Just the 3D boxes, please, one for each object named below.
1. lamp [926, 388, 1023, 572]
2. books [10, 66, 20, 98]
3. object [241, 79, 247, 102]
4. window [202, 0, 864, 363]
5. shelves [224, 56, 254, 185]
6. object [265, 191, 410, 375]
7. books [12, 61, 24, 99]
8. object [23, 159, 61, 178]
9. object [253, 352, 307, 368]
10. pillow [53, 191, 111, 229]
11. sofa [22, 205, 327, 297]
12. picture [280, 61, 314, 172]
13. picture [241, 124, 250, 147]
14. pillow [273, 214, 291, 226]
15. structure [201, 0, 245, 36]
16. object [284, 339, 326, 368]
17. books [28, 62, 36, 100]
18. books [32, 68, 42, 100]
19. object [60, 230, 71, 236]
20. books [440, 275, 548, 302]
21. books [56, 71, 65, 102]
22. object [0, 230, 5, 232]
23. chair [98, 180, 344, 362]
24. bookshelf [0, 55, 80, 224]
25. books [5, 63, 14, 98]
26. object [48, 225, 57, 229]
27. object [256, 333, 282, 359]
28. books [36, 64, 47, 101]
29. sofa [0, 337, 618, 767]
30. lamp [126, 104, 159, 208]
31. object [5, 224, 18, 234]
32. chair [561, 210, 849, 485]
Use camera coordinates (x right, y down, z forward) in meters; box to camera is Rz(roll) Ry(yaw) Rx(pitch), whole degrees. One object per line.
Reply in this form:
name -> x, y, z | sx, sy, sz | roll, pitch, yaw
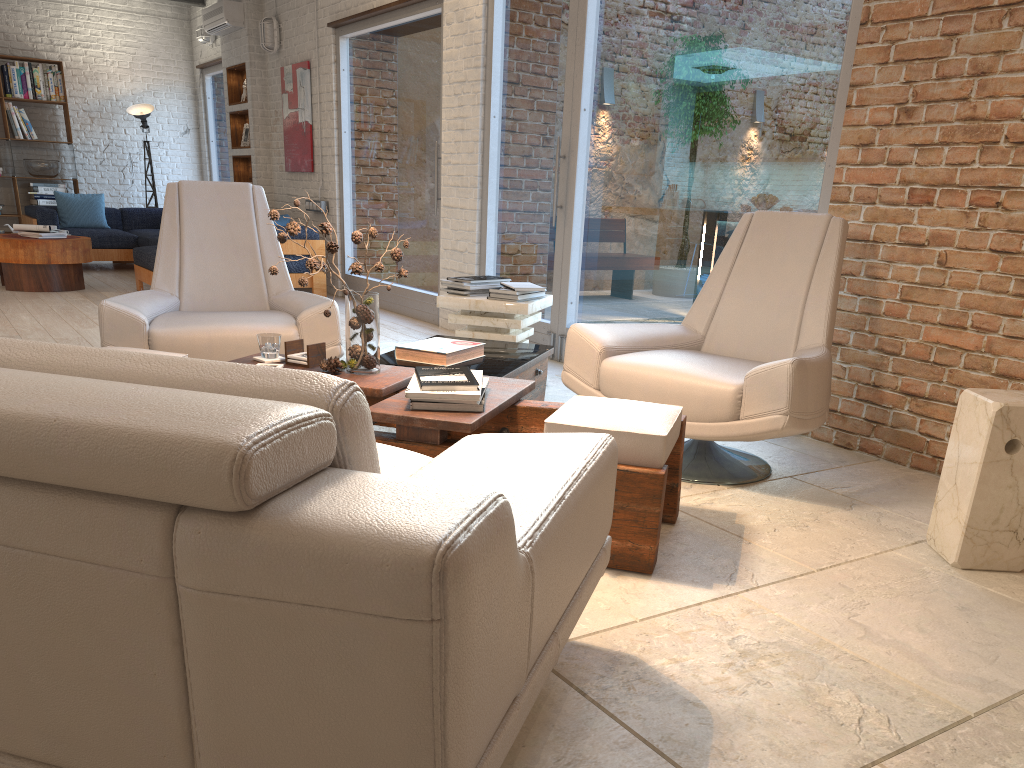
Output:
lamp -> 0.624, -0.648, 2.336 | 2.031, 2.478, 0.301 | 3, 20, 2
books -> -5.695, -3.442, 9.965 | 0.055, 0.347, 0.244 | -11, 22, -33
object -> -2.858, -3.161, 9.394 | 0.111, 0.256, 0.206 | -7, 20, -25
window -> -0.270, -3.651, 5.995 | 0.637, 6.753, 11.853 | -11, 20, -33
shelves -> -2.898, -2.759, 9.587 | 0.189, 1.504, 0.737 | -11, 23, -33
object -> -0.607, -0.322, 2.925 | 0.312, 0.639, 0.520 | 12, 20, 26
books -> -5.657, -3.473, 9.983 | 0.036, 0.404, 0.234 | -11, 23, -33
object -> -5.601, -2.568, 10.408 | 0.402, 0.213, 0.381 | 5, 14, 8
object -> -0.873, -0.087, 3.188 | 0.245, 0.037, 0.261 | 9, 14, 28
pillow -> -4.939, -1.992, 10.015 | 0.548, 0.431, 0.214 | -7, 21, -32
sofa -> -3.678, -1.431, 9.077 | 2.053, 0.697, 3.796 | -6, 15, -34
picture -> -2.107, -2.593, 8.536 | 0.019, 1.011, 0.713 | -11, 23, -33
picture -> -2.917, -2.748, 9.639 | 0.100, 0.258, 0.187 | -15, 25, -41
pillow -> -2.320, -1.410, 8.109 | 0.374, 0.346, 0.538 | 7, 15, 16
structure -> -3.018, -3.809, 9.089 | 0.197, 0.232, 0.783 | -9, 17, -33
object -> -0.762, -0.113, 3.219 | 0.113, 0.086, 0.090 | 11, 18, 27
books -> -5.549, -3.483, 10.054 | 0.036, 0.404, 0.234 | -11, 23, -33
books -> -5.503, -3.457, 10.077 | 0.055, 0.347, 0.244 | -11, 22, -33
object -> -4.460, -1.499, 8.686 | 0.152, 0.060, 0.261 | -9, 17, -40
books -> -0.048, -0.501, 4.598 | 0.554, 0.084, 0.379 | 13, 16, 39
books -> -5.313, -3.481, 10.230 | 0.055, 0.347, 0.244 | -11, 22, -33
object -> -5.169, -1.554, 8.845 | 0.067, 0.028, 0.292 | 12, 15, 34
chair -> -1.356, -0.410, 4.106 | 1.025, 1.071, 0.922 | -2, 18, -16
bookshelf -> -5.851, -2.598, 10.192 | 1.300, 2.320, 0.349 | -9, 23, -31
books -> -5.737, -3.456, 9.953 | 0.020, 0.378, 0.261 | -11, 23, -33
object -> -4.468, -1.480, 8.464 | 0.108, 0.114, 0.102 | -3, 18, -17
object -> -0.903, -0.140, 3.247 | 0.090, 0.089, 0.087 | 7, 17, 15
books -> -5.461, -3.494, 10.124 | 0.036, 0.404, 0.234 | -11, 23, -33
sofa -> -1.018, 0.229, 1.840 | 2.315, 0.799, 1.091 | 6, 16, 15
lamp -> -4.302, -2.473, 10.840 | 0.856, 1.944, 0.484 | 13, 22, 26
object -> -4.969, -1.561, 8.763 | 0.186, 0.096, 0.184 | 1, 14, -8
chair -> 0.887, -0.177, 3.540 | 1.000, 1.053, 0.956 | 16, 22, 38
